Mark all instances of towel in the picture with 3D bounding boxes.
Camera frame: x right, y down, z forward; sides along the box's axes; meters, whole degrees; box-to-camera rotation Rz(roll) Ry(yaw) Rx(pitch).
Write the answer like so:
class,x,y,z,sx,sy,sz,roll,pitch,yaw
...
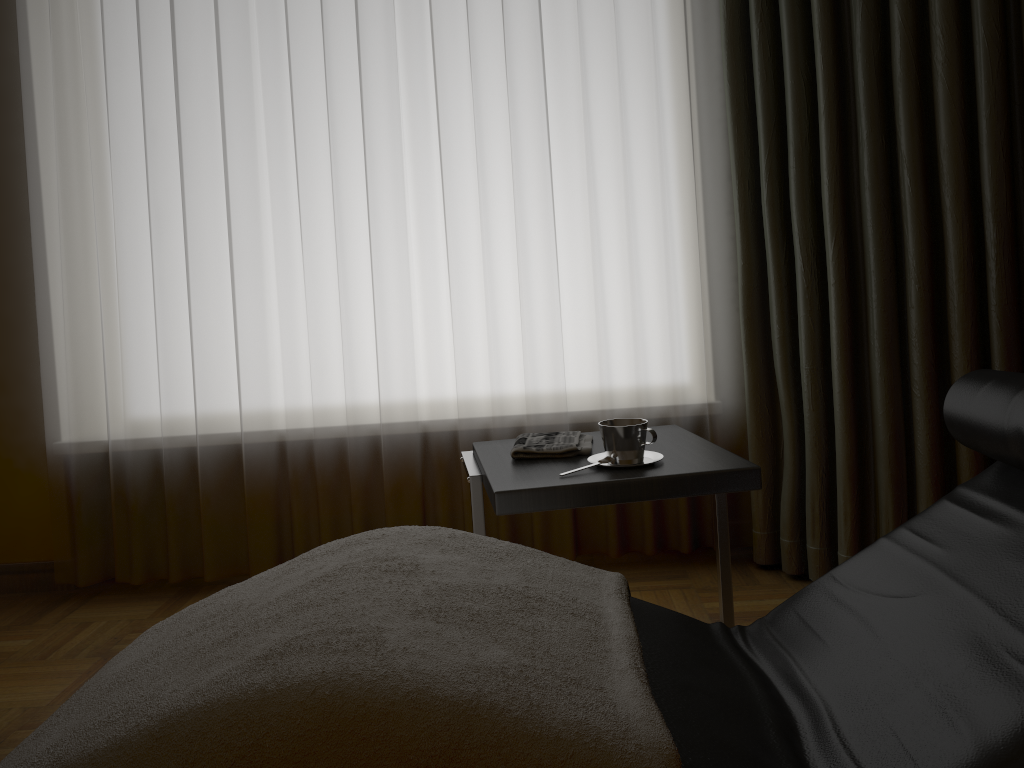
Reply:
class,x,y,z,sx,sy,sz,roll,pitch,yaw
towel,0.088,0.133,1.940,0.178,0.035,0.242,-3,6,6

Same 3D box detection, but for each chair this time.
class,x,y,z,sx,sy,sz,roll,pitch,yaw
chair,0.254,0.341,1.142,1.787,0.795,0.639,-4,3,2

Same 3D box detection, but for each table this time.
class,x,y,z,sx,sy,sz,roll,pitch,yaw
table,0.185,0.167,1.861,0.499,0.045,0.520,-5,7,-7

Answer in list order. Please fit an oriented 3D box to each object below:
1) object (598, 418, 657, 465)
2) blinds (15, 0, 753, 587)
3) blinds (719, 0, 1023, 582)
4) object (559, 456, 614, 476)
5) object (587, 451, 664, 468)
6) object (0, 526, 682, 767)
class,x,y,z,sx,sy,sz,roll,pitch,yaw
object,0.228,0.114,1.746,0.110,0.078,0.098,-4,5,3
blinds,-0.405,-0.575,2.683,2.195,2.284,0.093,-4,1,2
blinds,1.155,-0.670,2.058,0.225,2.445,1.531,-5,3,-43
object,0.142,0.156,1.688,0.124,0.019,0.029,-7,6,-29
object,0.224,0.150,1.748,0.150,0.009,0.151,-3,7,7
object,-0.263,0.521,1.179,0.908,0.518,0.923,-4,5,2
